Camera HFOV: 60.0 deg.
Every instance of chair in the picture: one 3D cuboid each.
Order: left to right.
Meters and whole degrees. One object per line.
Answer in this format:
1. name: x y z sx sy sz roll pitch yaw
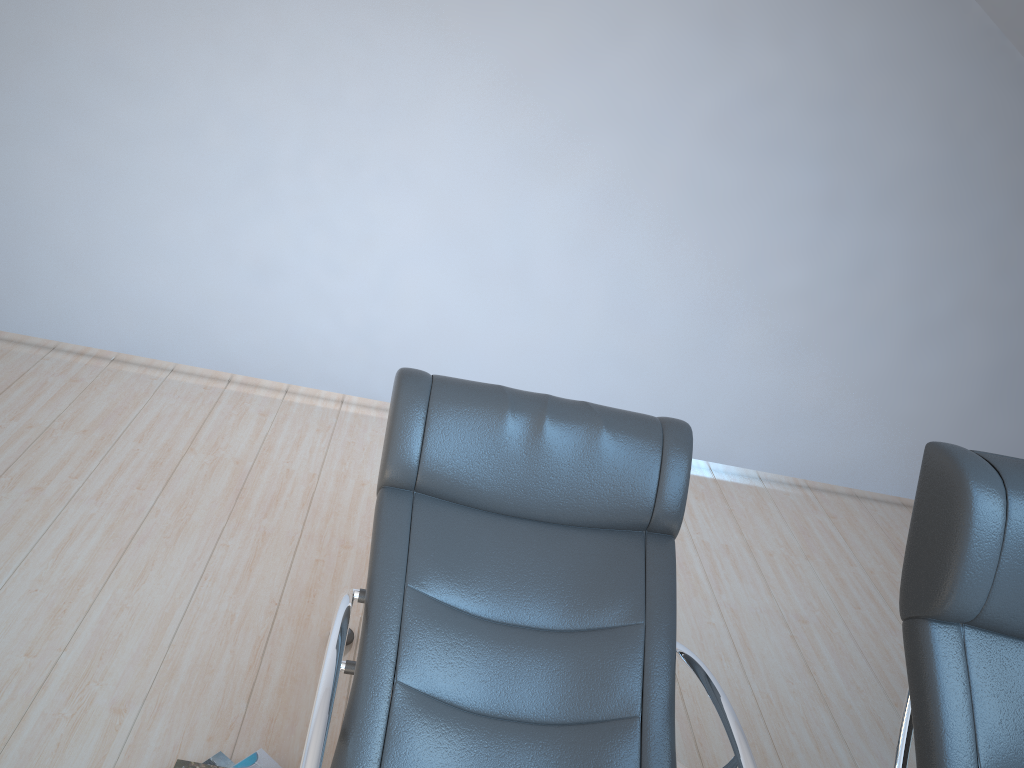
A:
1. chair: 0.016 0.807 1.540 0.836 0.953 2.114 11 23 -7
2. chair: 1.019 1.064 1.140 0.836 1.251 1.938 11 23 -7

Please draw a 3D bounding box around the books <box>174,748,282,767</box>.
1. books: 0.363 1.893 0.190 1.045 0.222 4.790 -5 29 -37
